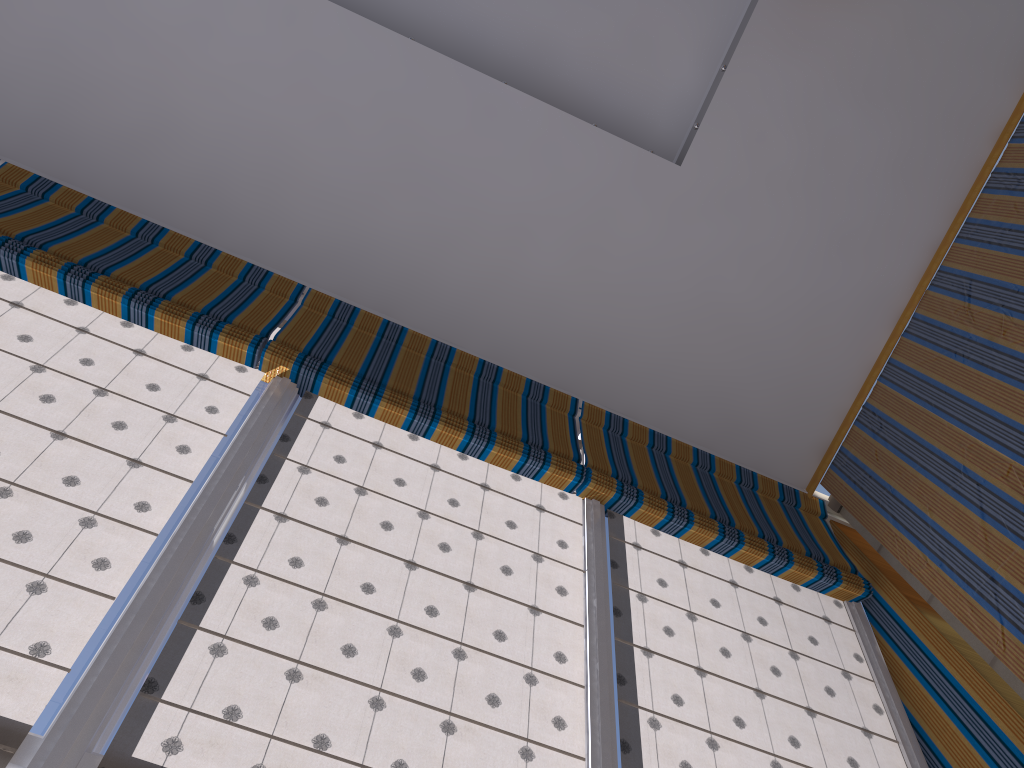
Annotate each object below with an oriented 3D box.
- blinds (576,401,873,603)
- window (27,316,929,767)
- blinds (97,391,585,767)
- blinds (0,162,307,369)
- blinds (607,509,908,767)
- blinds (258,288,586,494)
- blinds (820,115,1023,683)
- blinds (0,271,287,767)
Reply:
[{"bbox_3d":[1.026,0.634,4.544,1.530,0.827,0.338,22,-77,-9],"label":"blinds"},{"bbox_3d":[-5.283,-0.627,1.273,15.523,5.833,1.619,22,-77,-9],"label":"window"},{"bbox_3d":[-0.360,0.865,2.939,1.370,3.381,0.874,23,-77,-8],"label":"blinds"},{"bbox_3d":[-1.797,-0.529,4.043,1.530,0.827,0.338,22,-77,-9],"label":"blinds"},{"bbox_3d":[0.999,1.425,3.180,1.370,3.381,0.874,23,-77,-8],"label":"blinds"},{"bbox_3d":[-0.387,0.052,4.293,1.530,0.827,0.338,22,-77,-9],"label":"blinds"},{"bbox_3d":[2.358,-0.239,3.323,0.152,2.979,2.661,22,-77,-8],"label":"blinds"},{"bbox_3d":[-1.773,0.283,2.688,1.370,3.381,0.874,23,-77,-8],"label":"blinds"}]
